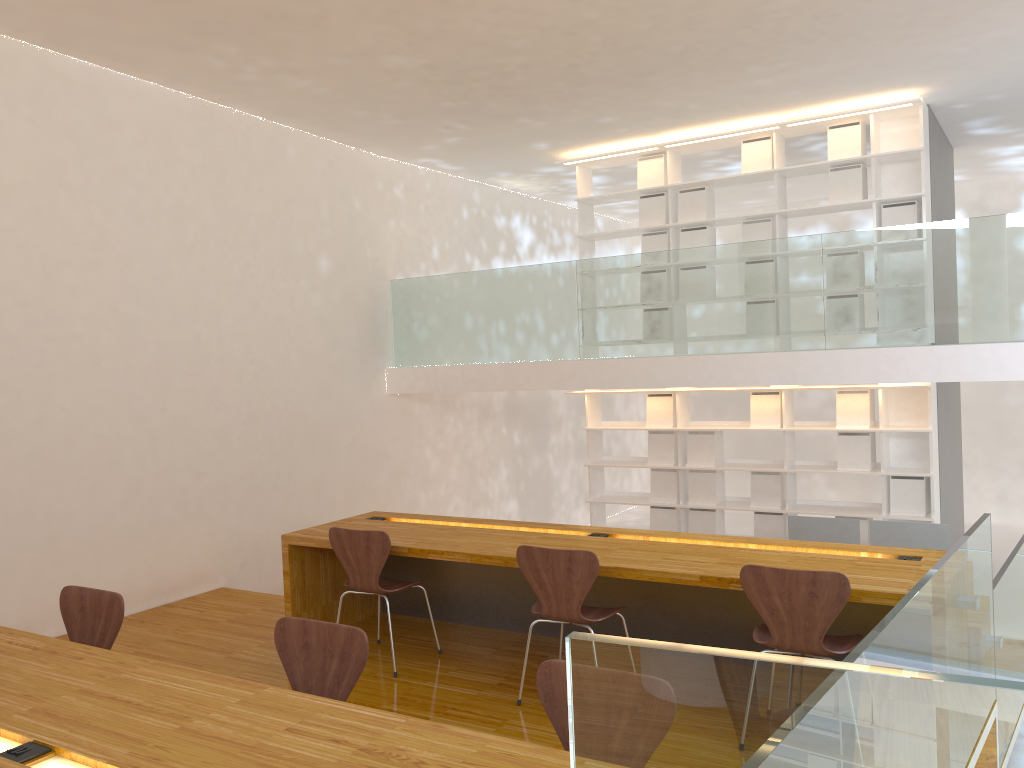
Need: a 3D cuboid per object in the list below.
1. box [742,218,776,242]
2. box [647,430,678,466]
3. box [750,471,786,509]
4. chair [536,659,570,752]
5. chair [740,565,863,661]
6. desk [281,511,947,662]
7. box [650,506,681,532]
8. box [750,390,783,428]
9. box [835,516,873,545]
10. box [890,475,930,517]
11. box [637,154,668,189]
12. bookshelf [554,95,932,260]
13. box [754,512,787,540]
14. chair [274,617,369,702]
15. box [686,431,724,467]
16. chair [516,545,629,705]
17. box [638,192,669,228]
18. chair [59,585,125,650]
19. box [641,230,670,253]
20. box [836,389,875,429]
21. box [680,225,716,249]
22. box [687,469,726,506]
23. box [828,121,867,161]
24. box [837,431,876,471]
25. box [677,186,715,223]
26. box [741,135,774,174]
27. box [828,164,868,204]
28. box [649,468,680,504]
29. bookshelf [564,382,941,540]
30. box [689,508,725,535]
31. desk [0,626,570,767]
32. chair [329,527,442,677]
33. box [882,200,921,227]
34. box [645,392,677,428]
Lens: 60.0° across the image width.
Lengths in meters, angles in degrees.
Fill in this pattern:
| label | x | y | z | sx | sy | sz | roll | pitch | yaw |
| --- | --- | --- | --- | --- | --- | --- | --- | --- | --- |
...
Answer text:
| label | x | y | z | sx | sy | sz | roll | pitch | yaw |
| --- | --- | --- | --- | --- | --- | --- | --- | --- | --- |
| box | 2.041 | -1.196 | 7.299 | 0.245 | 0.296 | 0.274 | -1 | 2 | 32 |
| box | 1.349 | 0.553 | 7.819 | 0.245 | 0.296 | 0.274 | -1 | 2 | 32 |
| box | 2.129 | 0.862 | 7.355 | 0.245 | 0.296 | 0.274 | -1 | 2 | 32 |
| chair | 0.159 | 1.072 | 2.107 | 0.428 | 0.693 | 0.381 | -1 | 2 | 32 |
| chair | 1.110 | 0.998 | 3.338 | 0.428 | 0.693 | 0.381 | -1 | 2 | 32 |
| desk | 0.498 | 1.199 | 4.444 | 3.236 | 0.918 | 1.285 | -1 | 2 | 32 |
| box | 1.369 | 1.210 | 7.841 | 0.245 | 0.296 | 0.274 | -1 | 2 | 32 |
| box | 2.118 | 0.204 | 7.324 | 0.245 | 0.296 | 0.274 | -1 | 2 | 32 |
| box | 2.704 | 1.176 | 7.018 | 0.245 | 0.296 | 0.274 | -1 | 2 | 32 |
| box | 3.043 | 0.838 | 6.791 | 0.245 | 0.296 | 0.274 | -1 | 2 | 32 |
| box | 1.247 | -1.832 | 7.754 | 0.245 | 0.296 | 0.274 | -1 | 2 | 32 |
| bookshelf | 1.813 | -1.174 | 7.359 | 2.984 | 1.836 | 0.498 | -1 | 2 | 32 |
| box | 2.155 | 1.190 | 7.357 | 0.245 | 0.296 | 0.274 | -1 | 2 | 32 |
| chair | -0.668 | 1.093 | 2.617 | 0.428 | 0.693 | 0.381 | -1 | 2 | 32 |
| box | 1.657 | 0.546 | 7.629 | 0.245 | 0.296 | 0.274 | -1 | 2 | 32 |
| chair | 0.284 | 1.019 | 3.848 | 0.428 | 0.693 | 0.381 | -1 | 2 | 32 |
| box | 1.261 | -1.505 | 7.763 | 0.245 | 0.296 | 0.274 | -1 | 2 | 32 |
| chair | -1.640 | 1.120 | 3.172 | 0.428 | 0.693 | 0.381 | -1 | 2 | 32 |
| box | 1.284 | -1.177 | 7.766 | 0.245 | 0.296 | 0.274 | -1 | 2 | 32 |
| box | 2.696 | 0.191 | 6.970 | 0.245 | 0.296 | 0.274 | -1 | 2 | 32 |
| box | 1.583 | -1.185 | 7.582 | 0.245 | 0.296 | 0.274 | -1 | 2 | 32 |
| box | 1.671 | 0.874 | 7.638 | 0.245 | 0.296 | 0.274 | -1 | 2 | 32 |
| box | 2.608 | -1.868 | 6.914 | 0.245 | 0.296 | 0.274 | -1 | 2 | 32 |
| box | 2.709 | 0.518 | 6.979 | 0.245 | 0.296 | 0.274 | -1 | 2 | 32 |
| box | 1.569 | -1.512 | 7.573 | 0.245 | 0.296 | 0.274 | -1 | 2 | 32 |
| box | 2.030 | -1.854 | 7.268 | 0.245 | 0.296 | 0.274 | -1 | 2 | 32 |
| box | 2.621 | -1.540 | 6.923 | 0.245 | 0.296 | 0.274 | -1 | 2 | 32 |
| box | 1.372 | 0.881 | 7.822 | 0.245 | 0.296 | 0.274 | -1 | 2 | 32 |
| bookshelf | 1.901 | 0.885 | 7.415 | 2.984 | 1.836 | 0.498 | -1 | 2 | 32 |
| box | 1.674 | 1.202 | 7.653 | 0.245 | 0.296 | 0.274 | -1 | 2 | 32 |
| desk | -1.057 | 1.167 | 2.287 | 3.185 | 0.606 | 0.760 | -1 | 2 | 32 |
| chair | -0.648 | 1.042 | 4.468 | 0.428 | 0.693 | 0.381 | -1 | 2 | 32 |
| box | 2.955 | -1.220 | 6.735 | 0.245 | 0.296 | 0.274 | -1 | 2 | 32 |
| box | 1.335 | 0.226 | 7.810 | 0.245 | 0.296 | 0.274 | -1 | 2 | 32 |
